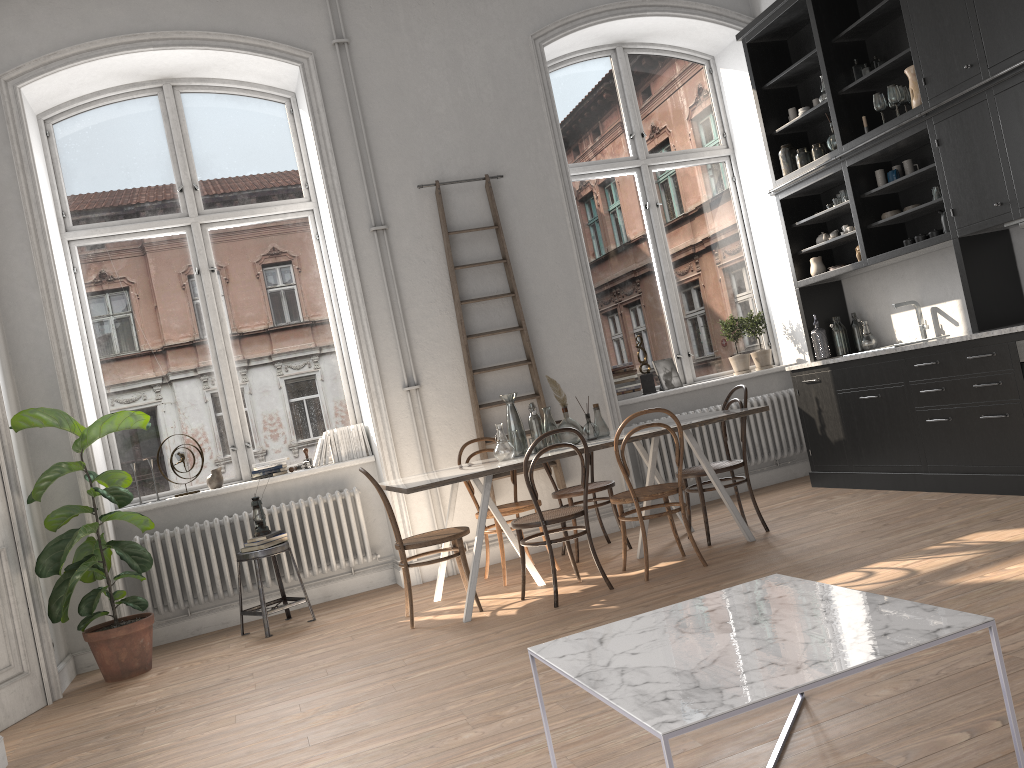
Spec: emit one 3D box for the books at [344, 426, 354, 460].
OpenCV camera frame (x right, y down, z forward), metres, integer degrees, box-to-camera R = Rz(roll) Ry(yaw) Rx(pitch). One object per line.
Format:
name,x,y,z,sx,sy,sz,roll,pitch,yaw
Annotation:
books,-1.207,0.435,6.516,0.024,0.243,0.175,-11,-1,-18

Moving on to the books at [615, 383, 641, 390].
books,0.889,0.030,7.164,0.255,0.014,0.193,-11,-1,-15

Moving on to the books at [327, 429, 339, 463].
books,-1.311,0.456,6.482,0.024,0.243,0.175,-11,-1,-18

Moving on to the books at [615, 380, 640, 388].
books,0.884,0.010,7.165,0.245,0.028,0.194,-11,-2,-23

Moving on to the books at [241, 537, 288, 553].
books,-1.597,1.036,5.731,0.194,0.034,0.246,-12,-2,23

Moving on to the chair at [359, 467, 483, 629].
chair,-0.515,0.874,5.088,0.549,0.920,0.438,-12,-1,-9

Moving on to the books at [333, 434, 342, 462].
books,-1.276,0.468,6.470,0.020,0.205,0.155,-11,-1,-18

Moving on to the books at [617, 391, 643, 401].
books,0.898,0.104,7.145,0.248,0.043,0.192,-11,-1,-18

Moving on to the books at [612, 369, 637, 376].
books,0.866,-0.079,7.162,0.243,0.019,0.174,-11,-2,-18

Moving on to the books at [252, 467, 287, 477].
books,-1.721,0.627,6.304,0.205,0.022,0.155,-12,-1,2

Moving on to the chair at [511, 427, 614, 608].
chair,0.225,0.714,4.899,0.437,0.920,0.549,-11,-1,-22

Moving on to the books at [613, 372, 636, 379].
books,0.875,-0.060,7.163,0.205,0.022,0.155,-11,-2,-23

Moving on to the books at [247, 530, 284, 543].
books,-1.595,0.986,5.739,0.147,0.027,0.221,-12,-1,14

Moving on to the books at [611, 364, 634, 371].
books,0.862,-0.122,7.165,0.205,0.020,0.155,-11,-2,-18

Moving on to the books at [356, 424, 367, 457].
books,-1.115,0.416,6.525,0.024,0.243,0.175,-11,-1,-18

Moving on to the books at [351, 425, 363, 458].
books,-1.144,0.423,6.536,0.024,0.243,0.175,-11,-1,-18

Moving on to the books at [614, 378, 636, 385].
books,0.885,-0.016,7.162,0.205,0.022,0.155,-12,-1,-4

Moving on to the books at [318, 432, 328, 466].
books,-1.371,0.471,6.439,0.100,0.235,0.174,-11,-1,-18

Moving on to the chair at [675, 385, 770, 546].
chair,1.310,0.507,5.658,0.549,0.920,0.438,-12,-1,-5

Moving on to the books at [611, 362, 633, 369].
books,0.850,-0.141,7.172,0.200,0.024,0.159,-11,-2,-28

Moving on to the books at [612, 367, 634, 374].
books,0.854,-0.098,7.160,0.231,0.023,0.162,-12,-1,-2

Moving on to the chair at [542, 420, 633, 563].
chair,0.466,0.693,6.046,0.437,0.920,0.549,-12,-1,-11

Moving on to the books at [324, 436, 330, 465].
books,-1.345,0.482,6.447,0.072,0.203,0.155,-11,-1,-18

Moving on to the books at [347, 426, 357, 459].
books,-1.180,0.429,6.501,0.019,0.243,0.174,-11,-1,-18

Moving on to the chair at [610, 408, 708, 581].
chair,0.781,0.602,5.042,0.438,0.920,0.549,-12,-1,-7

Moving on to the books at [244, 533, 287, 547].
books,-1.592,1.008,5.738,0.163,0.029,0.232,-13,-2,43

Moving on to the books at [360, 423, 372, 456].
books,-1.085,0.410,6.532,0.040,0.244,0.174,-11,-1,-18

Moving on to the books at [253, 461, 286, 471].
books,-1.721,0.583,6.293,0.205,0.020,0.155,-11,-2,-28

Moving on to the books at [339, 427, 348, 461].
books,-1.239,0.441,6.482,0.019,0.243,0.174,-11,-1,-18

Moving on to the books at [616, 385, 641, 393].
books,0.889,0.049,7.146,0.249,0.023,0.175,-11,-1,-17

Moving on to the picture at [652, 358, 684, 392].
picture,1.263,-0.073,7.333,0.221,0.264,0.149,-11,-1,-34

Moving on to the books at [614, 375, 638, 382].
books,0.881,-0.039,7.169,0.222,0.024,0.158,-11,-1,-18

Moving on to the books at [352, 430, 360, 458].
books,-1.156,0.443,6.509,0.020,0.205,0.155,-11,-1,-18

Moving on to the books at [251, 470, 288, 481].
books,-1.723,0.650,6.305,0.221,0.023,0.147,-13,-2,31

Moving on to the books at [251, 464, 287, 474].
books,-1.723,0.605,6.304,0.221,0.023,0.147,-12,-1,-2

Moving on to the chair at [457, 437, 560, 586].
chair,-0.046,0.794,5.796,0.437,0.920,0.549,-11,-1,-20

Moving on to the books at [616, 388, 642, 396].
books,0.893,0.072,7.145,0.249,0.023,0.175,-11,-2,-22

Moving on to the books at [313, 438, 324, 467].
books,-1.405,0.498,6.431,0.105,0.194,0.155,-11,-1,-19

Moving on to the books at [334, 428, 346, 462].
books,-1.257,0.444,6.467,0.024,0.243,0.175,-11,-1,-18

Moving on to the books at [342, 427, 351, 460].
books,-1.225,0.439,6.505,0.019,0.243,0.174,-11,-1,-18

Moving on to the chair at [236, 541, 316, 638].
chair,-1.547,1.305,5.689,0.363,0.522,0.360,-11,-2,-44

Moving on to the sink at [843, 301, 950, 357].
sink,2.668,-0.301,6.149,0.514,0.504,0.526,-11,-1,-18

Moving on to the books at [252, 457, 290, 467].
books,-1.714,0.556,6.319,0.243,0.019,0.174,-12,-1,-8
